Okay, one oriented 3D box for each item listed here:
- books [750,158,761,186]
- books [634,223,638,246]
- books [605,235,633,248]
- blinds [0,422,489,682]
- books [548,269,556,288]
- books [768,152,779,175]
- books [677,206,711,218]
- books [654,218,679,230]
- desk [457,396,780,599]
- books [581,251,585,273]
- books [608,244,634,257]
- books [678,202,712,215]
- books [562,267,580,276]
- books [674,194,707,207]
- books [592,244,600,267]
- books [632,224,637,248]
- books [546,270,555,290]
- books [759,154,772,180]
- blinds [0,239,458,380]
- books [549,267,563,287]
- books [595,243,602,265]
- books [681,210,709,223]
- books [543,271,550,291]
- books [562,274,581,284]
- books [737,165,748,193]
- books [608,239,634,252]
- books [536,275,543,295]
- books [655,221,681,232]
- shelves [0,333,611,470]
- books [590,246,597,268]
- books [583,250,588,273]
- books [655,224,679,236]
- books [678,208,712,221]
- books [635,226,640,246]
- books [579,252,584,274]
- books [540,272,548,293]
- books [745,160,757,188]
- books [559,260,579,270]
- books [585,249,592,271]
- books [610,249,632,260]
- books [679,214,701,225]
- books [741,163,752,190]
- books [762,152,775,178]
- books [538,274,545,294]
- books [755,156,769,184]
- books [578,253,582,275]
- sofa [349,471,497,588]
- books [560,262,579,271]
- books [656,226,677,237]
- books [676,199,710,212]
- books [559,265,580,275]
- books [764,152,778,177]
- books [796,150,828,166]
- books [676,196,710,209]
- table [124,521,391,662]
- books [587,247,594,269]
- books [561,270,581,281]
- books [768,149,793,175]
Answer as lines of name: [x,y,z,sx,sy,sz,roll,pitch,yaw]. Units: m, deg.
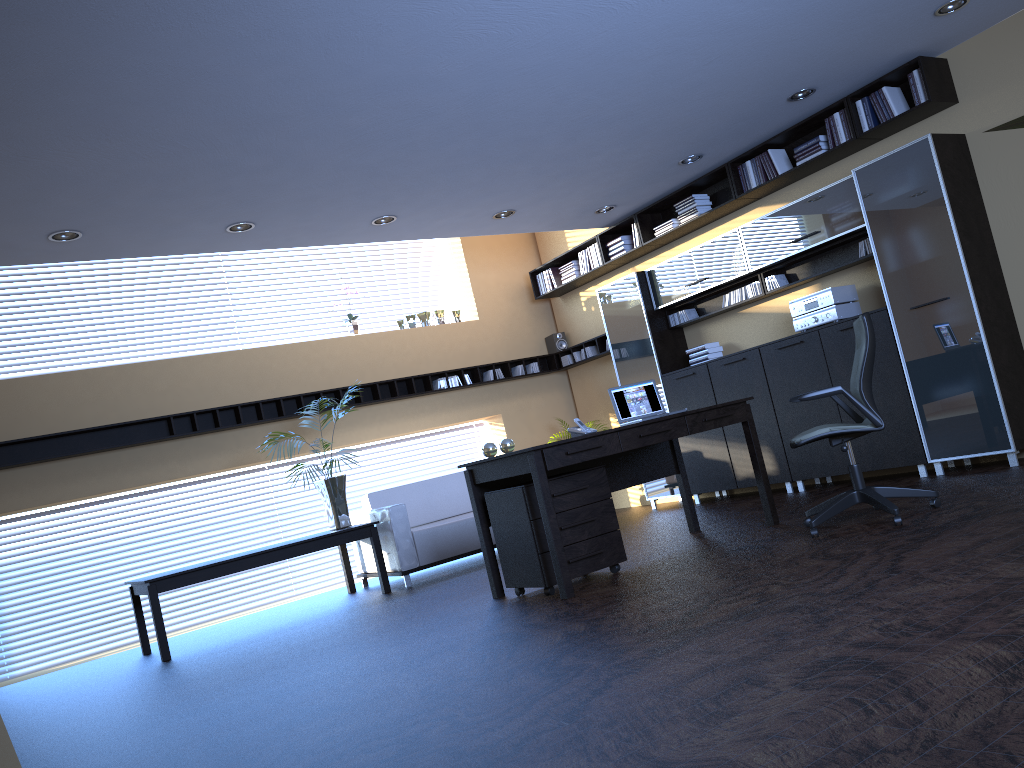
books: [2.202,-1.849,7.772,0.207,0.258,0.050,-11,-4,-34]
books: [1.350,-1.532,9.118,0.207,0.259,0.075,-11,-4,-34]
books: [1.150,-1.510,9.406,0.207,0.050,0.259,-10,-6,-34]
blinds: [-2.391,1.512,9.095,5.379,1.365,0.047,-10,-5,-34]
books: [0.550,-1.235,10.374,0.207,0.259,0.075,-11,-4,-34]
books: [2.314,-1.890,7.608,0.207,0.257,0.072,-11,-4,-33]
books: [1.749,-1.649,8.516,0.207,0.028,0.259,-10,-6,-34]
books: [1.564,-1.582,8.783,0.207,0.028,0.259,-10,-6,-34]
desk: [0.759,0.740,5.931,1.890,0.889,0.917,-10,-5,-34]
books: [0.867,-1.355,9.856,0.207,0.259,0.075,-11,-4,-33]
books: [1.173,-1.412,9.389,0.207,0.050,0.259,-10,-6,-34]
books: [1.751,-1.682,8.488,0.207,0.028,0.259,-10,-6,-34]
books: [0.724,-1.285,10.120,0.207,0.028,0.259,-10,-6,-34]
books: [1.712,-1.759,8.503,0.207,0.028,0.259,-10,-6,-34]
books: [0.988,-1.400,9.662,0.207,0.258,0.050,-11,-4,-33]
books: [1.330,-1.525,9.142,0.207,0.259,0.075,-11,-4,-34]
books: [0.514,-1.222,10.425,0.207,0.258,0.050,-11,-4,-34]
books: [2.260,-1.871,7.673,0.207,0.259,0.075,-11,-4,-33]
blinds: [-2.982,-0.987,9.245,5.379,1.459,0.039,-10,-5,-34]
books: [0.562,-1.241,10.344,0.207,0.259,0.075,-11,-4,-34]
books: [1.016,-1.410,9.619,0.207,0.258,0.050,-11,-4,-34]
books: [1.774,-1.600,8.472,0.207,0.028,0.259,-10,-6,-33]
books: [0.486,-1.212,10.468,0.207,0.258,0.050,-11,-4,-33]
books: [0.731,-1.193,10.108,0.207,0.050,0.259,-10,-6,-33]
books: [2.119,-1.818,7.901,0.207,0.258,0.050,-11,-4,-33]
books: [1.176,-1.465,9.387,0.207,0.050,0.259,-10,-6,-34]
books: [0.404,-1.182,10.597,0.207,0.258,0.050,-11,-4,-34]
books: [1.577,-1.558,8.760,0.207,0.028,0.259,-10,-6,-34]
shelves: [-1.780,0.103,8.586,6.607,0.213,1.254,-10,-6,-34]
books: [0.967,-1.391,9.710,0.207,0.258,0.050,-11,-4,-34]
books: [0.884,-1.361,9.830,0.207,0.259,0.075,-11,-4,-34]
books: [1.571,-1.527,8.765,0.207,0.028,0.259,-10,-6,-33]
books: [1.756,-1.624,8.489,0.207,0.028,0.259,-10,-6,-34]
books: [1.356,-1.536,9.084,0.207,0.259,0.075,-11,-4,-34]
books: [0.851,-1.348,9.883,0.207,0.259,0.075,-11,-4,-34]
books: [0.452,-1.201,10.506,0.207,0.258,0.050,-11,-4,-34]
books: [2.169,-1.838,7.812,0.207,0.258,0.050,-11,-4,-33]
books: [0.690,-1.363,10.138,0.207,0.028,0.259,-10,-6,-34]
books: [0.913,-1.369,9.812,0.207,0.259,0.075,-11,-4,-34]
books: [1.195,-1.365,9.380,0.207,0.050,0.259,-10,-6,-34]
books: [1.761,-1.567,8.483,0.207,0.028,0.259,-10,-6,-34]
books: [2.146,-1.828,7.858,0.207,0.258,0.050,-11,-4,-33]
books: [2.276,-1.877,7.646,0.207,0.259,0.075,-11,-4,-33]
books: [0.434,-1.192,10.556,0.207,0.258,0.050,-11,-4,-34]
books: [2.228,-1.859,7.728,0.207,0.258,0.050,-11,-4,-33]
books: [0.839,-1.343,9.913,0.207,0.259,0.075,-11,-4,-34]
sofa: [-0.419,1.256,8.466,2.052,0.847,1.018,-10,-5,-34]
books: [0.708,-1.340,10.119,0.207,0.028,0.259,-10,-6,-34]
books: [1.582,-1.501,8.753,0.207,0.028,0.259,-10,-6,-33]
books: [1.730,-1.706,8.493,0.207,0.028,0.259,-10,-6,-34]
books: [0.696,-1.308,10.119,0.207,0.028,0.259,-10,-6,-33]
books: [2.290,-1.881,7.617,0.207,0.257,0.072,-11,-4,-33]
books: [2.517,-1.855,7.310,0.207,0.050,0.259,-10,-6,-34]
books: [1.727,-1.736,8.482,0.207,0.028,0.259,-10,-6,-34]
table: [-2.065,1.675,7.325,1.890,0.602,0.901,-10,-5,-34]
books: [0.940,-1.381,9.753,0.207,0.258,0.050,-11,-4,-33]
books: [0.717,-1.241,10.123,0.207,0.050,0.259,-10,-6,-34]
books: [2.306,-1.891,7.574,0.207,0.257,0.072,-11,-4,-34]
